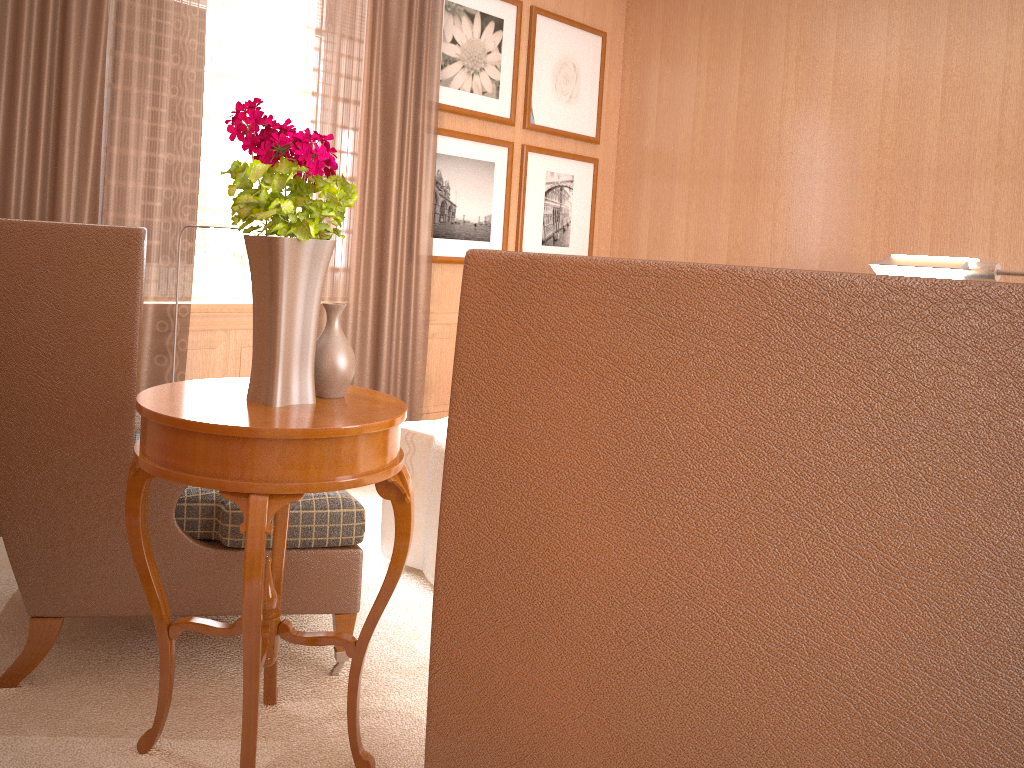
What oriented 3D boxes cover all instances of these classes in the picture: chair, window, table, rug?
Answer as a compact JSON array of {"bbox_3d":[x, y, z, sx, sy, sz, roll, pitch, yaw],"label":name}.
[{"bbox_3d":[0.619,0.681,2.294,1.915,1.965,1.730,5,5,18],"label":"chair"},{"bbox_3d":[-2.301,-2.290,6.996,0.852,3.364,2.434,6,4,42],"label":"window"},{"bbox_3d":[-0.919,0.739,3.271,0.924,1.366,1.047,0,5,-40],"label":"table"},{"bbox_3d":[0.774,1.446,3.890,8.021,0.020,6.006,12,12,42],"label":"rug"},{"bbox_3d":[-1.786,0.193,4.505,1.717,1.965,1.929,2,6,-22],"label":"chair"}]

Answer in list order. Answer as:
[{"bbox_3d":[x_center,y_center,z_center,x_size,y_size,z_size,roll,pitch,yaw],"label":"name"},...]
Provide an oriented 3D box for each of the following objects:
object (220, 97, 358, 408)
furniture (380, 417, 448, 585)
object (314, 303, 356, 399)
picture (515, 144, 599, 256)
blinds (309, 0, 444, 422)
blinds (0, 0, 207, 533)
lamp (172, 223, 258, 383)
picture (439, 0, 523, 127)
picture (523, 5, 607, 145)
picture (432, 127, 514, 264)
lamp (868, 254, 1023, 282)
[{"bbox_3d":[-0.814,-0.482,3.229,0.459,1.085,0.525,6,4,41],"label":"object"},{"bbox_3d":[0.436,0.723,5.451,1.965,0.895,1.954,10,10,39],"label":"furniture"},{"bbox_3d":[-0.692,-0.131,3.383,0.185,0.356,0.187,3,3,-14],"label":"object"},{"bbox_3d":[0.502,-1.870,9.462,0.048,1.243,1.251,5,5,42],"label":"picture"},{"bbox_3d":[-1.175,-1.631,7.500,0.268,4.771,1.446,5,3,41],"label":"blinds"},{"bbox_3d":[-2.752,-1.463,5.794,0.268,4.781,1.426,5,3,44],"label":"blinds"},{"bbox_3d":[-1.842,0.032,5.359,0.630,2.018,0.566,4,2,5],"label":"lamp"},{"bbox_3d":[-0.365,-3.171,8.387,0.048,1.243,1.251,5,5,42],"label":"picture"},{"bbox_3d":[0.590,-3.268,9.419,0.048,1.243,1.251,5,5,42],"label":"picture"},{"bbox_3d":[-0.453,-1.772,8.431,0.048,1.243,1.251,5,5,42],"label":"picture"},{"bbox_3d":[1.222,0.690,2.294,0.631,2.023,0.565,4,2,13],"label":"lamp"}]
